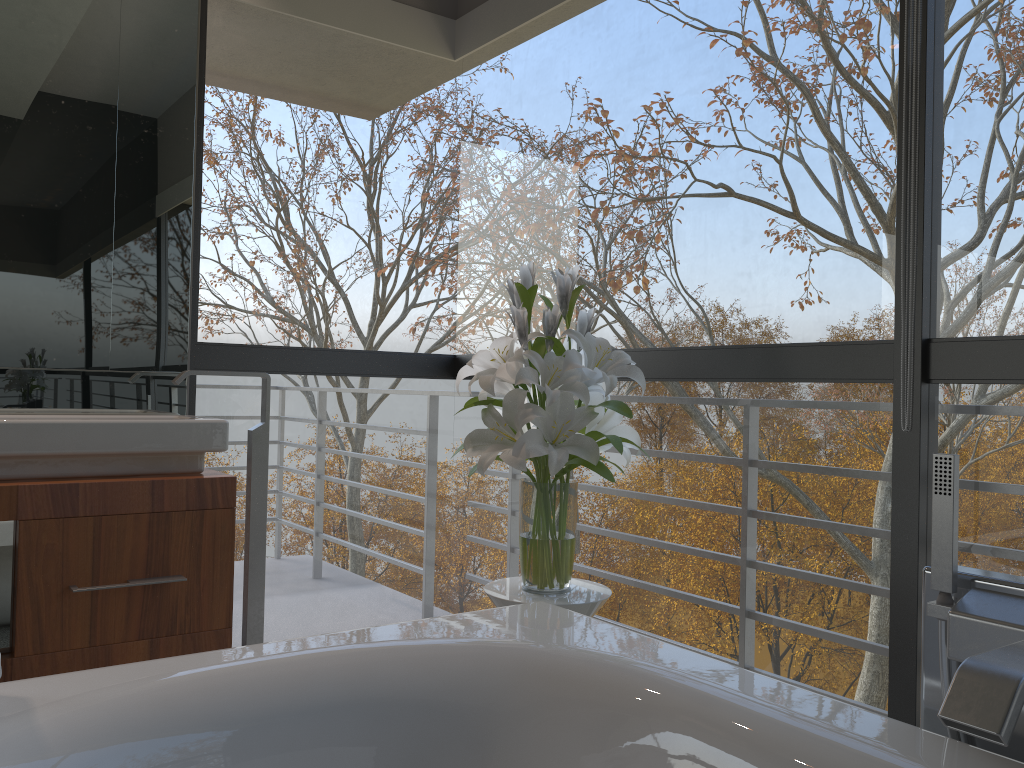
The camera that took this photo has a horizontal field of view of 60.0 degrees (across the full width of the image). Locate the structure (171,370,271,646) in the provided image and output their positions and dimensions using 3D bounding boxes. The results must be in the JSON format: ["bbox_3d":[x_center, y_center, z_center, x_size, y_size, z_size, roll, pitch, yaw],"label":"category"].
[{"bbox_3d":[-0.829,0.458,2.542,0.303,0.989,0.069,2,-1,-36],"label":"structure"}]

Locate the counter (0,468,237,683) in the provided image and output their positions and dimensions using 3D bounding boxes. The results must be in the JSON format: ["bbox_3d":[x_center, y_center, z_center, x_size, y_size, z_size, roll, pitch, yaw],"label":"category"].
[{"bbox_3d":[-1.598,0.575,1.962,1.848,0.704,0.525,2,-1,-36],"label":"counter"}]

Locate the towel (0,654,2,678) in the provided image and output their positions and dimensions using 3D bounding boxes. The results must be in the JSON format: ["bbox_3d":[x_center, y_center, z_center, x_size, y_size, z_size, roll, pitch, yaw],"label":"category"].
[{"bbox_3d":[-0.797,0.380,1.065,0.305,0.145,0.322,2,-1,-33],"label":"towel"}]

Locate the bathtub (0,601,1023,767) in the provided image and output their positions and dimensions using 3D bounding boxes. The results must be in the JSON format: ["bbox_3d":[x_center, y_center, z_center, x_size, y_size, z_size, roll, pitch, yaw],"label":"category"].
[{"bbox_3d":[0.095,0.710,0.727,1.327,0.504,1.958,2,-1,-36],"label":"bathtub"}]

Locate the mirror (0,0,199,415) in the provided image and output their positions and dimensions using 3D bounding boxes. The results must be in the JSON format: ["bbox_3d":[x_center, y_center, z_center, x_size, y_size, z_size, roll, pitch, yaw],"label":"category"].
[{"bbox_3d":[-1.778,-0.576,2.311,1.790,1.618,0.253,2,-1,-36],"label":"mirror"}]

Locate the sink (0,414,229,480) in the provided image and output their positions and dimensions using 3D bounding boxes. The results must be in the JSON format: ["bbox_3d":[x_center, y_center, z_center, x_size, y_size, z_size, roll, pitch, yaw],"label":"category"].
[{"bbox_3d":[-1.173,0.103,2.332,0.750,0.266,0.352,2,-1,-36],"label":"sink"}]

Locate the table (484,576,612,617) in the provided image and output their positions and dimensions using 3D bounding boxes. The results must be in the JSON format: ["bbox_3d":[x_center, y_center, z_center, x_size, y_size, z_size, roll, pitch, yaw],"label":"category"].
[{"bbox_3d":[0.080,0.732,2.126,0.307,0.479,0.307,1,-1,38],"label":"table"}]

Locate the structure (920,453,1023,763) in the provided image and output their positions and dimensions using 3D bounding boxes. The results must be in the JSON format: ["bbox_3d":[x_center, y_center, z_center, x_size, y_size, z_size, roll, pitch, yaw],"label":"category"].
[{"bbox_3d":[0.615,0.538,1.049,0.330,0.885,0.402,2,-1,-36],"label":"structure"}]

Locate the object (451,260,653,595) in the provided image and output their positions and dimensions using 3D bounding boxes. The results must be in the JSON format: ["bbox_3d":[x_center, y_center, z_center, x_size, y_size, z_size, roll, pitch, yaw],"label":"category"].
[{"bbox_3d":[0.082,0.095,2.144,0.460,0.796,0.450,1,-1,-8],"label":"object"}]
